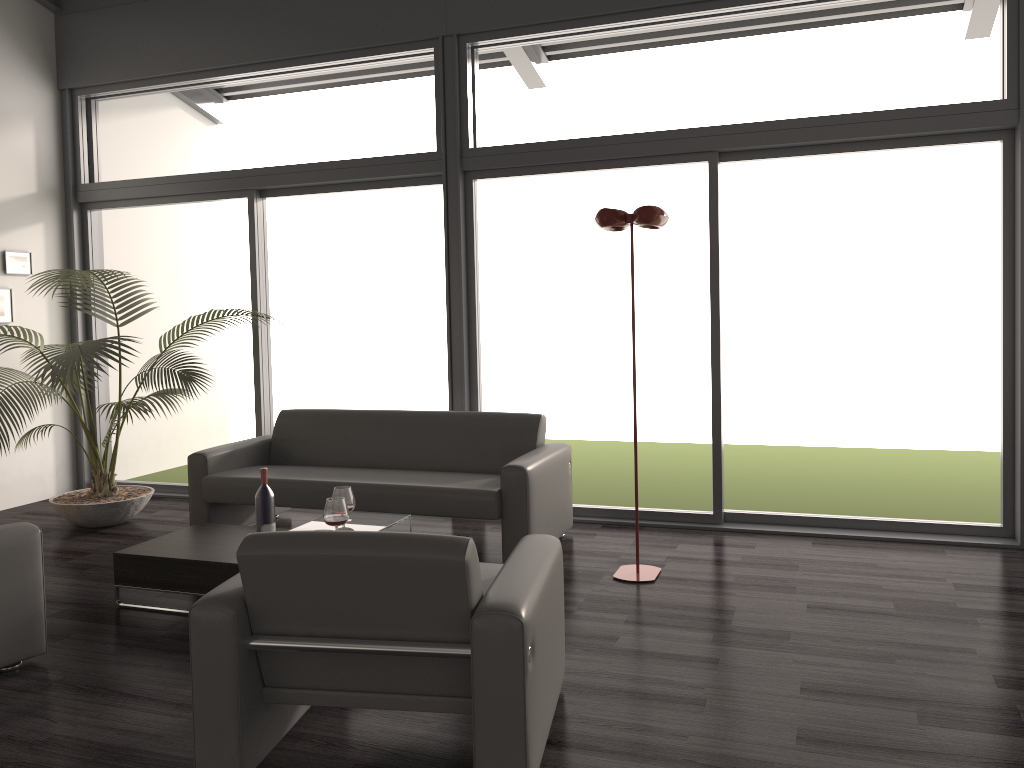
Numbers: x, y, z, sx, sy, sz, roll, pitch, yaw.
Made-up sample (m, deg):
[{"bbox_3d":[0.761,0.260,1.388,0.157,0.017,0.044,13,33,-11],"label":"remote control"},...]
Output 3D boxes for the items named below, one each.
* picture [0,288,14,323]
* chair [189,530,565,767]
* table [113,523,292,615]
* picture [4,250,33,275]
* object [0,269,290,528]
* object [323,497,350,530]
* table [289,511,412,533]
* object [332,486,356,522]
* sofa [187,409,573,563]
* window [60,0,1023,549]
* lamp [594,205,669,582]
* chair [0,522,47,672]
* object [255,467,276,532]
[{"bbox_3d":[-3.616,-0.543,6.136,0.015,0.244,0.360,0,4,20],"label":"picture"},{"bbox_3d":[-0.350,0.729,2.791,0.963,0.716,0.912,-1,4,10],"label":"chair"},{"bbox_3d":[-1.157,0.874,4.136,1.200,0.249,0.601,0,5,20],"label":"table"},{"bbox_3d":[-3.539,-0.868,6.356,0.015,0.166,0.222,0,4,20],"label":"picture"},{"bbox_3d":[-2.616,0.084,5.595,2.119,1.664,1.722,0,4,15],"label":"object"},{"bbox_3d":[-0.773,0.581,3.898,0.116,0.155,0.116,0,4,29],"label":"object"},{"bbox_3d":[-0.782,0.822,3.998,0.400,0.341,0.682,0,4,20],"label":"table"},{"bbox_3d":[-0.791,0.562,4.149,0.116,0.155,0.116,-1,3,11],"label":"object"},{"bbox_3d":[-0.775,0.550,5.159,2.114,0.716,0.904,0,4,20],"label":"sofa"},{"bbox_3d":[1.220,-0.887,5.302,9.744,3.466,0.386,0,3,20],"label":"window"},{"bbox_3d":[0.600,0.043,4.332,0.353,1.785,0.365,0,3,20],"label":"lamp"},{"bbox_3d":[-2.397,0.731,3.366,0.963,0.716,0.912,1,5,35],"label":"chair"},{"bbox_3d":[-1.132,0.569,4.064,0.093,0.370,0.093,0,3,19],"label":"object"}]
